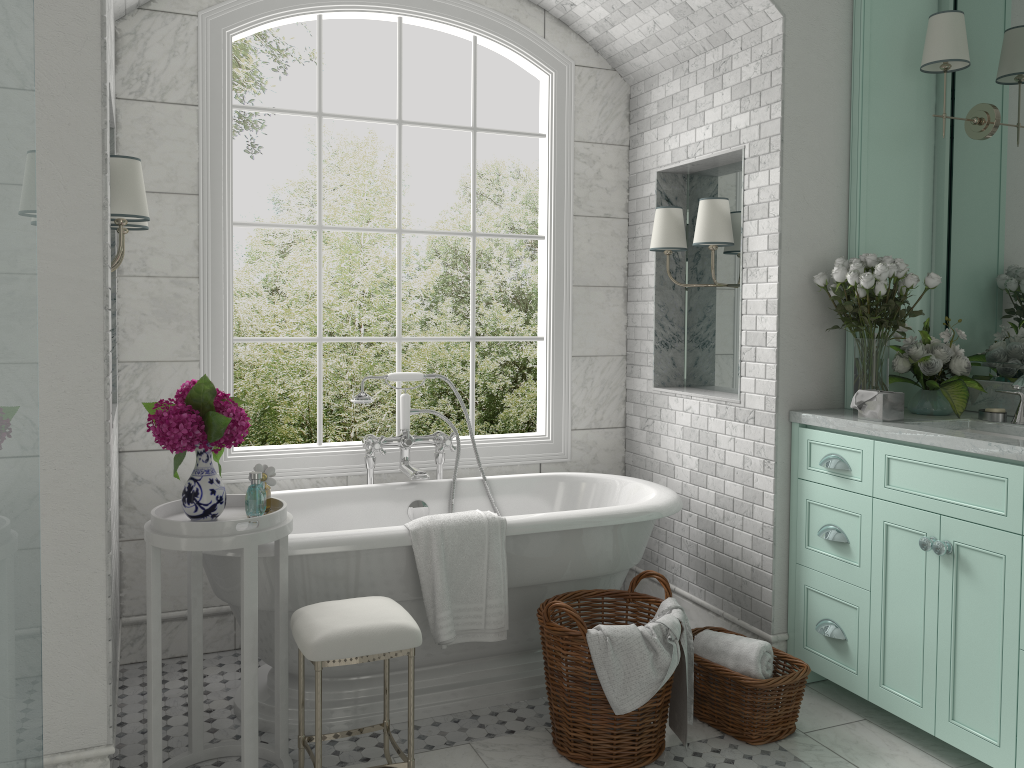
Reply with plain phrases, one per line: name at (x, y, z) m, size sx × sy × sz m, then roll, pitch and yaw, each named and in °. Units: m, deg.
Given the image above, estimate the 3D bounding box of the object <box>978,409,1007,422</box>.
object at (1.841, 0.120, 3.395) m, size 0.080 × 0.035 × 0.134 m, roll 0°, pitch 4°, yaw -5°

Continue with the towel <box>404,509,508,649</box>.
towel at (-0.220, 0.707, 3.297) m, size 0.374 × 0.462 × 0.454 m, roll -1°, pitch 4°, yaw -21°

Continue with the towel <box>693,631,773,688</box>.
towel at (0.822, 1.030, 3.290) m, size 0.149 × 0.211 × 0.321 m, roll -2°, pitch 5°, yaw -40°

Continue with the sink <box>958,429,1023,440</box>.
sink at (1.732, 0.232, 3.097) m, size 0.346 × 0.079 × 0.603 m, roll -1°, pitch 5°, yaw -23°

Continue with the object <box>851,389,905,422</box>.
object at (1.388, 0.079, 3.378) m, size 0.147 × 0.112 × 0.136 m, roll -1°, pitch 4°, yaw -27°

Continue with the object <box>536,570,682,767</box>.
object at (0.345, 1.002, 3.159) m, size 0.518 × 0.569 × 0.520 m, roll 1°, pitch 3°, yaw 9°

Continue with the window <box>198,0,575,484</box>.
window at (-0.549, -0.737, 4.286) m, size 1.831 × 2.320 × 0.118 m, roll -1°, pitch 3°, yaw -23°

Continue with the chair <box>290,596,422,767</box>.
chair at (-0.495, 1.007, 2.789) m, size 0.371 × 0.601 × 0.367 m, roll -1°, pitch 3°, yaw -23°

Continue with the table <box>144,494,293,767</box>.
table at (-0.933, 0.845, 2.842) m, size 0.450 × 0.905 × 0.450 m, roll 2°, pitch 3°, yaw 29°

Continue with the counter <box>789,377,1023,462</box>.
counter at (2.072, 0.163, 2.531) m, size 0.824 × 0.181 × 2.813 m, roll -1°, pitch 5°, yaw -23°

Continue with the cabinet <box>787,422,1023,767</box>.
cabinet at (2.048, 0.797, 2.546) m, size 0.863 × 1.096 × 2.803 m, roll -1°, pitch 4°, yaw -23°

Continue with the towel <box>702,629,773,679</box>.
towel at (0.864, 1.067, 3.427) m, size 0.313 × 0.185 × 0.165 m, roll 3°, pitch 4°, yaw 37°

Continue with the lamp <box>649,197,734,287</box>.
lamp at (0.888, -0.650, 4.157) m, size 0.308 × 0.383 × 0.549 m, roll -1°, pitch 4°, yaw -23°

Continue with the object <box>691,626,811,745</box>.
object at (0.847, 1.143, 3.377) m, size 0.345 × 0.260 × 0.551 m, roll -2°, pitch 5°, yaw -32°

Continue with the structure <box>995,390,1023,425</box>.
structure at (1.875, 0.084, 3.312) m, size 0.083 × 0.121 × 0.157 m, roll -2°, pitch 4°, yaw -39°

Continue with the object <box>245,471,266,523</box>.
object at (-0.819, 0.359, 2.833) m, size 0.058 × 0.153 × 0.086 m, roll 0°, pitch 3°, yaw -3°

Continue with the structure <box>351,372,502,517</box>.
structure at (-0.342, 0.593, 4.062) m, size 0.779 × 1.283 × 0.341 m, roll 0°, pitch 2°, yaw -13°

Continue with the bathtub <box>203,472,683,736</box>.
bathtub at (-0.294, 0.857, 3.701) m, size 2.165 × 0.756 × 0.943 m, roll -1°, pitch 4°, yaw -23°

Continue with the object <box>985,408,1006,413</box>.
object at (1.841, 0.101, 3.375) m, size 0.051 × 0.022 × 0.077 m, roll 0°, pitch 4°, yaw -2°

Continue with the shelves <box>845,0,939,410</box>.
shelves at (2.184, -0.852, 2.530) m, size 0.465 × 2.120 × 2.814 m, roll -1°, pitch 4°, yaw -23°

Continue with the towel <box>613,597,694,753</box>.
towel at (0.402, 1.019, 3.145) m, size 0.460 × 0.468 × 0.383 m, roll 1°, pitch 3°, yaw 16°

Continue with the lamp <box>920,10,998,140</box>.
lamp at (1.793, -1.233, 3.580) m, size 0.309 × 0.487 × 0.183 m, roll -1°, pitch 3°, yaw -24°

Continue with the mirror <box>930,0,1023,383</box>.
mirror at (2.119, -0.946, 3.188) m, size 0.015 × 1.930 × 1.438 m, roll 0°, pitch 3°, yaw -23°

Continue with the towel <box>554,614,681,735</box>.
towel at (0.381, 1.002, 3.071) m, size 0.399 × 0.438 × 0.484 m, roll -1°, pitch 4°, yaw -22°

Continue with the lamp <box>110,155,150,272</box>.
lamp at (-1.463, -0.590, 3.168) m, size 0.308 × 0.383 × 0.549 m, roll -1°, pitch 4°, yaw -23°

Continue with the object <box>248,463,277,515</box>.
object at (-0.819, 0.344, 2.935) m, size 0.085 × 0.167 × 0.097 m, roll 0°, pitch 3°, yaw -2°

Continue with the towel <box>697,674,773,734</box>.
towel at (0.834, 1.179, 3.313) m, size 0.153 × 0.162 × 0.311 m, roll -2°, pitch 5°, yaw -33°

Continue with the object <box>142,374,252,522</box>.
object at (-0.996, 0.201, 2.812) m, size 0.332 × 0.471 × 0.296 m, roll -1°, pitch 3°, yaw -21°

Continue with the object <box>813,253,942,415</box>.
object at (1.437, -0.195, 3.538) m, size 0.391 × 0.652 × 0.357 m, roll 0°, pitch 3°, yaw -11°

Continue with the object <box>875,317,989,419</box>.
object at (1.701, -0.072, 3.583) m, size 0.394 × 0.402 × 0.453 m, roll -1°, pitch 4°, yaw -21°

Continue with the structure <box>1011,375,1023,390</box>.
structure at (1.871, 0.056, 3.139) m, size 0.234 × 0.204 × 0.103 m, roll -2°, pitch 4°, yaw -34°
